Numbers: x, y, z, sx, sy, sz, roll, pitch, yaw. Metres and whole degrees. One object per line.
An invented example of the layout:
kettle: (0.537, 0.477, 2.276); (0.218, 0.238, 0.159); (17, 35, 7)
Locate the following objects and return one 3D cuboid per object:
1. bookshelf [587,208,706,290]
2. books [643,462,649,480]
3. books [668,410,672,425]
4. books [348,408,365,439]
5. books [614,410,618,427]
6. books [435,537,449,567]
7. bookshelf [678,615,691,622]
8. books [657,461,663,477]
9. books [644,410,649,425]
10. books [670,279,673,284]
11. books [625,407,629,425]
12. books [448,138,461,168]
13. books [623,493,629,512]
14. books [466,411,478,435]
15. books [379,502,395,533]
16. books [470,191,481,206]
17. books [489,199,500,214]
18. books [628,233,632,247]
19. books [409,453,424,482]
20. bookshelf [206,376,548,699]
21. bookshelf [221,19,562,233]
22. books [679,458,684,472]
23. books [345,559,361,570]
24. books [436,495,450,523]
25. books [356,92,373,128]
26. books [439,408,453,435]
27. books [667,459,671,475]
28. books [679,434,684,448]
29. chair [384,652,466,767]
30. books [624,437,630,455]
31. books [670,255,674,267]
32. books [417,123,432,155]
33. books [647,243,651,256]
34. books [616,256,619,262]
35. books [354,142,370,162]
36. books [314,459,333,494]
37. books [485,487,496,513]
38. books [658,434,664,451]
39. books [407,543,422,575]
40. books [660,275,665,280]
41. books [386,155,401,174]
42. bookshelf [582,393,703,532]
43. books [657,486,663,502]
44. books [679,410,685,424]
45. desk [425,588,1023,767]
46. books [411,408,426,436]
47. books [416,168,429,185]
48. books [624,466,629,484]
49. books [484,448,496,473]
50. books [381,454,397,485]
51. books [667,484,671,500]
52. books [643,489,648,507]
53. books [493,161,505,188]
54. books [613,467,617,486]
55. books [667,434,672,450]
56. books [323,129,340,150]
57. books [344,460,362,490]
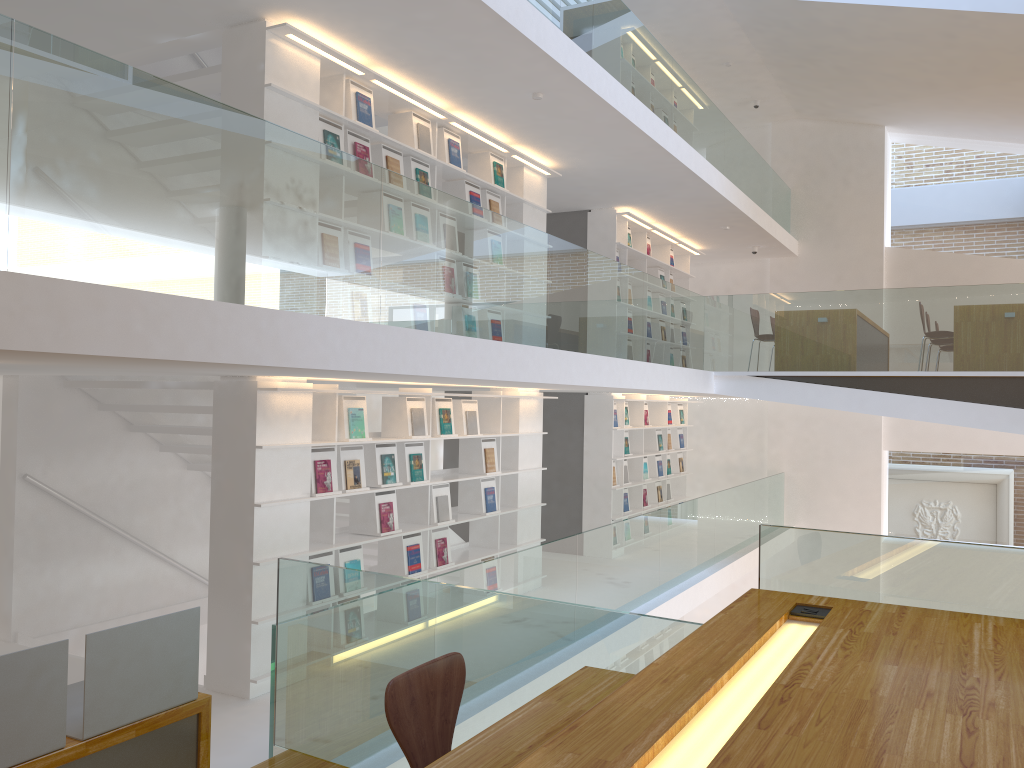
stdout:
bookshelf: (1.761, -1.004, 11.167); (0.498, 1.836, 2.984); (0, -1, 28)
books: (1.637, 1.069, 10.895); (0.037, 0.210, 0.145); (0, -1, 28)
books: (2.080, 0.449, 11.708); (0.037, 0.210, 0.145); (0, -1, 28)
books: (-1.017, 0.262, 5.809); (0.037, 0.210, 0.145); (0, -1, 28)
books: (1.154, 0.394, 9.980); (0.037, 0.210, 0.145); (0, -1, 28)
books: (-0.532, 1.278, 6.730); (0.037, 0.210, 0.145); (0, -1, 28)
bookshelf: (1.685, 3.092, 11.083); (0.498, 1.836, 2.984); (0, -1, 28)
books: (1.904, 1.091, 11.385); (0.037, 0.210, 0.145); (0, -1, 28)
books: (1.649, 0.425, 10.908); (0.037, 0.210, 0.145); (0, -1, 28)
books: (2.112, -1.287, 11.743); (0.037, 0.210, 0.145); (0, -1, 28)
books: (1.321, 0.370, 10.296); (0.037, 0.210, 0.145); (0, -1, 28)
books: (-0.441, -1.776, 6.850); (0.037, 0.210, 0.145); (0, -1, 28)
books: (1.321, 1.376, 10.303); (0.037, 0.210, 0.145); (0, -1, 28)
books: (-0.321, 0.321, 7.104); (0.037, 0.210, 0.145); (0, -1, 28)
books: (-0.862, 0.923, 6.111); (0.037, 0.210, 0.145); (0, -1, 28)
books: (-0.292, -1.438, 7.138); (0.037, 0.210, 0.145); (0, -1, 28)
books: (-0.143, -1.427, 7.416); (0.037, 0.210, 0.145); (0, -1, 28)
books: (1.362, -1.661, 10.344); (0.037, 0.210, 0.145); (0, -1, 28)
books: (-0.689, 0.610, 6.422); (0.037, 0.210, 0.145); (0, -1, 28)
bookshelf: (-0.722, 0.921, 6.693); (0.397, 1.836, 3.666); (0, -1, 28)
bookshelf: (-0.639, -1.139, 6.711); (0.498, 1.836, 3.666); (0, -1, 28)
books: (2.326, 1.119, 12.169); (0.037, 0.210, 0.145); (0, -1, 28)
books: (-1.034, 1.258, 5.791); (0.037, 0.210, 0.145); (0, -1, 28)
books: (-0.523, 0.957, 6.736); (0.037, 0.210, 0.145); (0, -1, 28)
books: (-0.975, -1.806, 5.857); (0.037, 0.210, 0.145); (0, -1, 28)
books: (-0.504, 0.291, 6.762); (0.037, 0.210, 0.145); (0, -1, 28)
books: (2.063, 1.100, 11.680); (0.037, 0.210, 0.145); (0, -1, 28)
books: (2.330, 0.794, 12.173); (0.037, 0.210, 0.145); (0, -1, 28)
chair: (-0.096, 1.128, 2.372); (0.381, 0.693, 0.428); (0, -1, 28)
books: (1.328, 0.725, 10.309); (0.037, 0.210, 0.145); (0, -1, 28)
books: (2.118, -1.602, 11.750); (0.037, 0.210, 0.145); (0, -1, 28)
books: (-0.640, -1.786, 6.480); (0.037, 0.210, 0.145); (0, -1, 28)
books: (1.687, -1.626, 10.950); (0.037, 0.210, 0.145); (0, -1, 28)
books: (1.182, -1.341, 10.008); (0.037, 0.210, 0.145); (0, -1, 28)
books: (-0.985, -1.476, 5.850); (0.037, 0.210, 0.145); (0, -1, 28)
books: (-1.175, 0.579, 5.526); (0.037, 0.210, 0.145); (0, -1, 28)
books: (-0.178, 0.968, 7.378); (0.037, 0.210, 0.145); (0, -1, 28)
books: (1.908, 0.754, 11.393); (0.037, 0.210, 0.145); (0, -1, 28)
books: (-0.706, 1.267, 6.406); (0.037, 0.210, 0.145); (0, -1, 28)
books: (1.946, -1.297, 11.435); (0.037, 0.210, 0.145); (0, -1, 28)
books: (-0.821, -1.465, 6.155); (0.037, 0.210, 0.145); (0, -1, 28)
bookshelf: (1.723, 1.056, 11.125); (0.498, 1.836, 2.984); (0, -1, 28)
books: (1.900, 1.416, 11.381); (0.037, 0.210, 0.145); (0, -1, 28)
books: (2.334, 0.458, 12.181); (0.037, 0.210, 0.145); (0, -1, 28)
desk: (0.027, 0.992, 1.054); (1.285, 0.918, 3.236); (0, -1, 28)
books: (-0.680, 0.280, 6.435); (0.037, 0.210, 0.145); (0, -1, 28)
books: (-0.650, -1.456, 6.467); (0.037, 0.210, 0.145); (0, -1, 28)
books: (1.315, 1.056, 10.288); (0.037, 0.210, 0.145); (0, -1, 28)
books: (-0.182, 0.639, 7.372); (0.037, 0.210, 0.145); (0, -1, 28)
books: (-0.853, 0.590, 6.128); (0.037, 0.210, 0.145); (0, -1, 28)
books: (2.057, 1.425, 11.674); (0.037, 0.210, 0.145); (0, -1, 28)
books: (1.631, 1.397, 10.888); (0.037, 0.210, 0.145); (0, -1, 28)
books: (-0.110, -1.755, 7.467); (0.037, 0.210, 0.145); (0, -1, 28)
books: (1.131, 1.035, 9.954); (0.037, 0.210, 0.145); (0, -1, 28)
books: (2.074, 0.764, 11.702); (0.037, 0.210, 0.145); (0, -1, 28)
books: (-1.131, -1.480, 5.582); (0.037, 0.210, 0.145); (0, -1, 28)
books: (-1.038, 0.603, 5.799); (0.037, 0.210, 0.145); (0, -1, 28)
